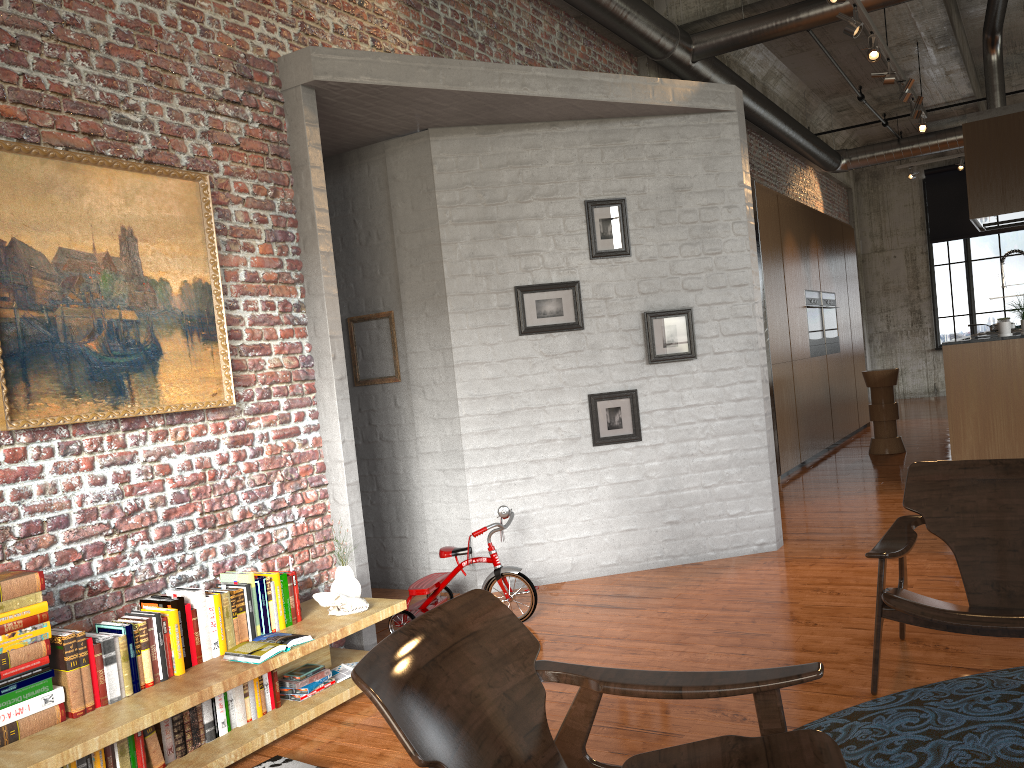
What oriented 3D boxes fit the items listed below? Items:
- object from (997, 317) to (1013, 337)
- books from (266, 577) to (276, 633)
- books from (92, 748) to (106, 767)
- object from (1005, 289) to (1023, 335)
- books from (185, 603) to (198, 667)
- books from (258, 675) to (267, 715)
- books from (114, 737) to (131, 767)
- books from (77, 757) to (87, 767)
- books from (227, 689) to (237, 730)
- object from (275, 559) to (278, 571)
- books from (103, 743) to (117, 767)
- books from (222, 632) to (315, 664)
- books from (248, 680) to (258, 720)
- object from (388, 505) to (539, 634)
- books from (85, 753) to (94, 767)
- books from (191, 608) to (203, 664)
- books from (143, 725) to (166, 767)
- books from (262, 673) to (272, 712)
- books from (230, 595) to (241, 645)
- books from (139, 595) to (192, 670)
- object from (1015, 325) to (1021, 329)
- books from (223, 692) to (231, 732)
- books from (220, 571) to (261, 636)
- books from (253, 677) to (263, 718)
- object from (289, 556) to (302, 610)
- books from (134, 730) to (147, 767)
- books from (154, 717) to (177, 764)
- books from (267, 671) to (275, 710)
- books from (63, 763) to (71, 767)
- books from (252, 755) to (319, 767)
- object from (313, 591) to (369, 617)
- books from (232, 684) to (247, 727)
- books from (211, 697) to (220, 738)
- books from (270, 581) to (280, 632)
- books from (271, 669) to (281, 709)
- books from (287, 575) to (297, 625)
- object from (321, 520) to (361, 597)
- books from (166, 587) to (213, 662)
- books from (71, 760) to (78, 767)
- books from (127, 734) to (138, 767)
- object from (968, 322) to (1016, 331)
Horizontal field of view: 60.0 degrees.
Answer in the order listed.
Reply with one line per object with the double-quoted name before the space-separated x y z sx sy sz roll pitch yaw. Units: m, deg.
"object" 4.051 -0.469 7.291 0.107 0.158 0.107 -7 2 -24
"books" -1.133 0.983 3.950 0.160 0.251 0.026 -5 3 31
"books" -1.466 1.321 3.068 0.159 0.220 0.030 -5 3 31
"object" 4.162 -0.591 7.185 0.361 0.382 0.305 -7 2 -25
"books" -1.349 1.011 3.583 0.160 0.251 0.026 -5 3 31
"books" -1.094 1.285 3.712 0.138 0.191 0.026 -5 3 31
"books" -1.419 1.321 3.142 0.151 0.208 0.039 -5 3 31
"books" -1.503 1.335 3.020 0.146 0.201 0.032 -5 3 31
"books" -1.184 1.301 3.592 0.132 0.181 0.034 -5 3 31
"object" -1.106 0.966 4.204 0.057 0.273 0.057 -6 3 -9
"books" -1.461 1.317 3.113 0.157 0.226 0.052 -5 3 31
"books" -1.006 1.080 3.662 0.214 0.040 0.316 -5 1 31
"books" -1.120 1.288 3.670 0.138 0.191 0.026 -5 3 31
"object" 5.734 0.386 7.343 8.779 0.658 20.784 -5 1 31
"books" -1.498 1.324 3.053 0.159 0.220 0.030 -5 3 31
"books" -1.333 1.022 3.604 0.161 0.223 0.026 -5 3 31
"books" -1.366 1.292 3.245 0.153 0.256 0.088 -5 3 31
"books" -1.083 1.289 3.740 0.132 0.181 0.034 -5 3 31
"books" -1.233 1.009 3.780 0.161 0.223 0.027 -5 3 31
"books" -1.387 0.998 3.551 0.198 0.285 0.065 -5 3 31
"object" 6.095 -0.688 10.711 0.391 0.068 0.184 -6 1 -12
"books" -1.185 1.308 3.562 0.122 0.168 0.020 -5 3 31
"books" -1.186 0.969 3.875 0.176 0.291 0.036 -5 3 31
"books" -1.104 1.287 3.689 0.138 0.191 0.026 -5 3 31
"object" -1.054 0.960 4.264 0.057 0.273 0.057 -6 3 -9
"books" -1.384 1.310 3.194 0.159 0.220 0.030 -5 3 31
"books" -1.339 1.304 3.327 0.149 0.215 0.049 -5 3 31
"books" -1.064 1.282 3.759 0.121 0.189 0.019 -5 3 31
"books" -1.521 1.341 2.972 0.140 0.194 0.023 -5 3 31
"books" -0.878 1.405 3.137 0.250 0.014 0.310 -5 1 38
"object" -0.791 1.015 4.110 0.251 0.123 0.123 -6 2 -13
"books" -1.150 1.295 3.616 0.129 0.186 0.043 -5 3 31
"books" -1.216 1.312 3.510 0.122 0.168 0.020 -5 3 31
"books" -1.119 0.995 3.974 0.161 0.223 0.027 -5 3 31
"books" -1.051 1.279 3.777 0.138 0.191 0.026 -5 3 31
"books" -1.063 0.988 4.061 0.161 0.223 0.026 -5 3 31
"object" -0.819 0.848 4.294 0.234 0.446 0.197 -5 2 19
"books" -1.324 0.987 3.641 0.176 0.291 0.053 -5 3 31
"books" -1.511 1.340 2.993 0.140 0.194 0.023 -5 3 31
"books" -1.407 1.313 3.174 0.159 0.220 0.030 -5 3 31
"object" 5.611 -0.669 10.421 0.728 0.120 0.331 -6 1 -23
